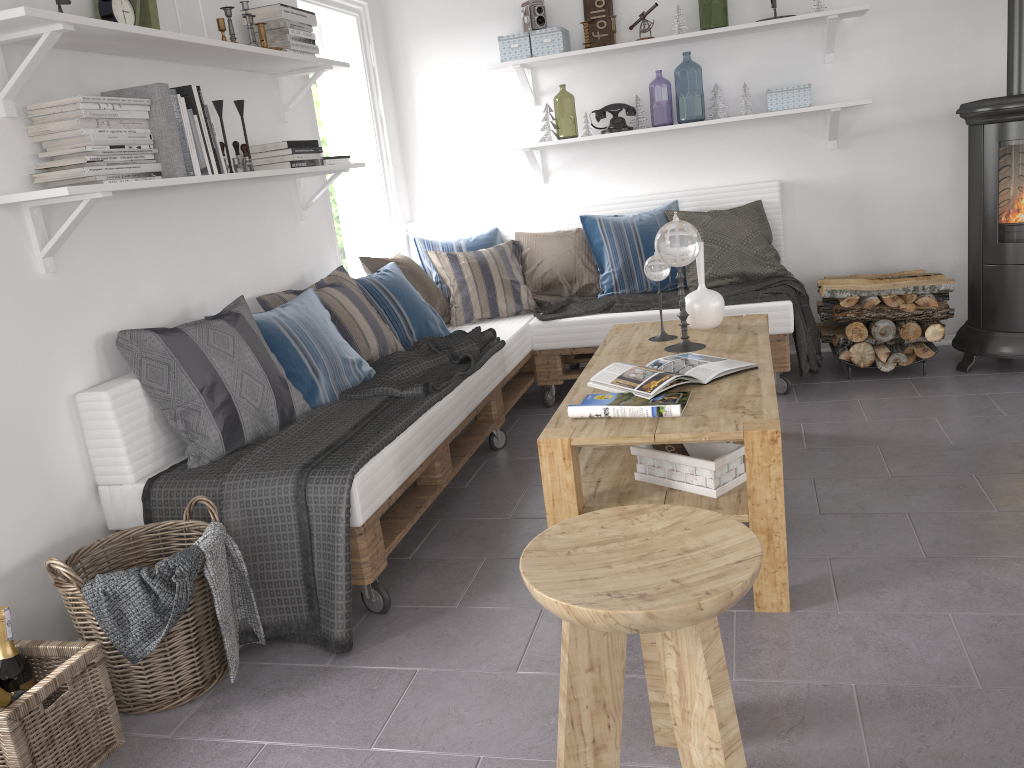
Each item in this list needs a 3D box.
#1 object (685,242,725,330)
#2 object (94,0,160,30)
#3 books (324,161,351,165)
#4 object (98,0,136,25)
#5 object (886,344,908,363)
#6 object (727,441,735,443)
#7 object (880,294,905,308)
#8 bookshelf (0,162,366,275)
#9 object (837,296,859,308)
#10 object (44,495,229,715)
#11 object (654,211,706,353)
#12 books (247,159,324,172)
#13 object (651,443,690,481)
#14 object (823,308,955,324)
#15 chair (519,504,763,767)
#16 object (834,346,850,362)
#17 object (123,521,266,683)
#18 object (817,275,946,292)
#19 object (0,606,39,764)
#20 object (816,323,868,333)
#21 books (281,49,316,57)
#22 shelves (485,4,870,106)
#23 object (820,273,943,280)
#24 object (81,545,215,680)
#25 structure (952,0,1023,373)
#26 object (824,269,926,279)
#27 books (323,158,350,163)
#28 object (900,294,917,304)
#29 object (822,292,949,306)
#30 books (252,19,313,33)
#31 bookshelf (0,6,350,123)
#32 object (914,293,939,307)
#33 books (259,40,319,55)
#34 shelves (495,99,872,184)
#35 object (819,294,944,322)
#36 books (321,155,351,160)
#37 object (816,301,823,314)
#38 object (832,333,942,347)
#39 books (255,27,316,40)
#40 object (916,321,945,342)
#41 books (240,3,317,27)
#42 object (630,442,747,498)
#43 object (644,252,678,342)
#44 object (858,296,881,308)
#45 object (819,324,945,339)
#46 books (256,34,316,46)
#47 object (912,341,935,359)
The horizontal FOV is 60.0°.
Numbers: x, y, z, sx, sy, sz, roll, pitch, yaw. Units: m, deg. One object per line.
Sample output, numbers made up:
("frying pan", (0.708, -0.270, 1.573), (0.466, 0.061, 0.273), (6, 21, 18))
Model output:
("object", (0.706, -0.363, 3.295), (0.155, 0.325, 0.155), (-11, 14, -13))
("object", (-1.196, -1.200, 2.743), (0.052, 0.311, 0.330), (-3, 15, 15))
("books", (-0.811, -0.913, 3.724), (0.187, 0.014, 0.253), (-3, 15, 15))
("object", (-1.130, -1.079, 2.528), (0.050, 0.165, 0.120), (-3, 15, 15))
("object", (1.811, -0.200, 4.264), (0.097, 0.056, 0.562), (-3, 15, 15))
("object", (0.552, 0.109, 2.740), (0.302, 0.161, 0.302), (-4, 14, 12))
("object", (1.773, -0.435, 4.205), (0.096, 0.068, 0.467), (-3, 15, 15))
("bookshelf", (-0.974, -0.611, 3.058), (0.269, 0.212, 1.820), (-3, 15, 15))
("object", (1.604, -0.425, 4.246), (0.098, 0.061, 0.467), (-3, 15, 17))
("object", (-0.907, 0.556, 2.234), (0.393, 0.432, 0.393), (-7, 14, 3))
("object", (0.572, -0.350, 3.011), (0.155, 0.468, 0.155), (-9, 14, -5))
("books", (-0.883, -0.849, 3.468), (0.191, 0.032, 0.258), (-3, 15, 17))
("object", (0.448, 0.190, 2.494), (0.090, 0.139, 0.182), (-12, 15, -18))
("object", (1.756, -0.321, 4.155), (0.562, 0.063, 0.095), (-3, 15, 16))
("chair", (0.256, 0.530, 1.652), (0.431, 0.479, 0.431), (-4, 14, 13))
("object", (1.608, -0.202, 4.371), (0.052, 0.056, 0.561), (-3, 15, 15))
("object", (-0.862, 0.563, 2.231), (0.349, 0.356, 0.290), (-5, 14, 10))
("object", (1.730, -0.467, 4.161), (0.562, 0.074, 0.095), (-3, 15, 16))
("object", (-1.129, 0.683, 1.979), (0.094, 0.361, 0.127), (-3, 15, 15))
("object", (1.814, -0.287, 4.419), (0.569, 0.078, 0.115), (-3, 15, 16))
("books", (-0.905, -1.286, 3.510), (0.172, 0.032, 0.239), (-3, 15, 15))
("shelves", (0.783, -1.595, 4.388), (1.820, 0.212, 0.269), (-3, 15, 15))
("object", (1.764, -0.491, 4.257), (0.541, 0.070, 0.101), (-3, 15, 16))
("object", (-0.873, 0.562, 2.171), (0.303, 0.332, 0.367), (-15, 16, -27))
("structure", (2.060, -2.469, 3.558), (0.643, 4.887, 0.626), (-9, 14, -8))
("object", (1.777, -0.512, 4.338), (0.467, 0.063, 0.095), (-3, 15, 15))
("books", (-0.815, -0.925, 3.717), (0.187, 0.014, 0.248), (-4, 14, 14))
("object", (1.840, -0.435, 4.174), (0.044, 0.034, 0.425), (-3, 15, 15))
("object", (1.789, -0.415, 4.267), (0.562, 0.057, 0.097), (-3, 15, 15))
("books", (-0.907, -1.397, 3.489), (0.161, 0.027, 0.223), (-3, 15, 15))
("bookshelf", (-1.024, -1.006, 2.959), (0.269, 0.212, 1.820), (-3, 15, 15))
("object", (1.910, -0.440, 4.165), (0.098, 0.088, 0.466), (-3, 15, 17))
("books", (-0.895, -1.320, 3.512), (0.172, 0.032, 0.239), (-3, 15, 15))
("shelves", (0.833, -1.200, 4.487), (1.820, 0.212, 0.269), (-3, 15, 15))
("object", (1.733, -0.362, 4.180), (0.538, 0.082, 0.099), (-3, 15, 15))
("books", (-0.822, -0.937, 3.718), (0.202, 0.012, 0.251), (-3, 15, 17))
("object", (1.766, -0.380, 4.304), (0.539, 0.070, 0.101), (-3, 15, 16))
("object", (1.747, -0.212, 4.141), (0.468, 0.069, 0.095), (-3, 15, 15))
("books", (-0.903, -1.377, 3.521), (0.161, 0.026, 0.223), (-3, 15, 15))
("object", (1.955, -0.316, 4.209), (0.118, 0.142, 0.520), (-2, 15, 19))
("books", (-0.913, -1.438, 3.491), (0.176, 0.053, 0.290), (-3, 15, 15))
("object", (0.488, 0.218, 2.445), (0.155, 0.102, 0.281), (-19, 18, -40))
("object", (0.535, -0.325, 3.216), (0.109, 0.329, 0.109), (-11, 15, -15))
("object", (1.687, -0.429, 4.229), (0.098, 0.060, 0.467), (-2, 15, 18))
("object", (1.793, -0.261, 4.317), (0.562, 0.063, 0.095), (-3, 15, 16))
("books", (-0.900, -1.349, 3.511), (0.152, 0.024, 0.238), (-3, 15, 15))
("object", (1.926, -0.198, 4.233), (0.096, 0.060, 0.467), (-3, 15, 15))
